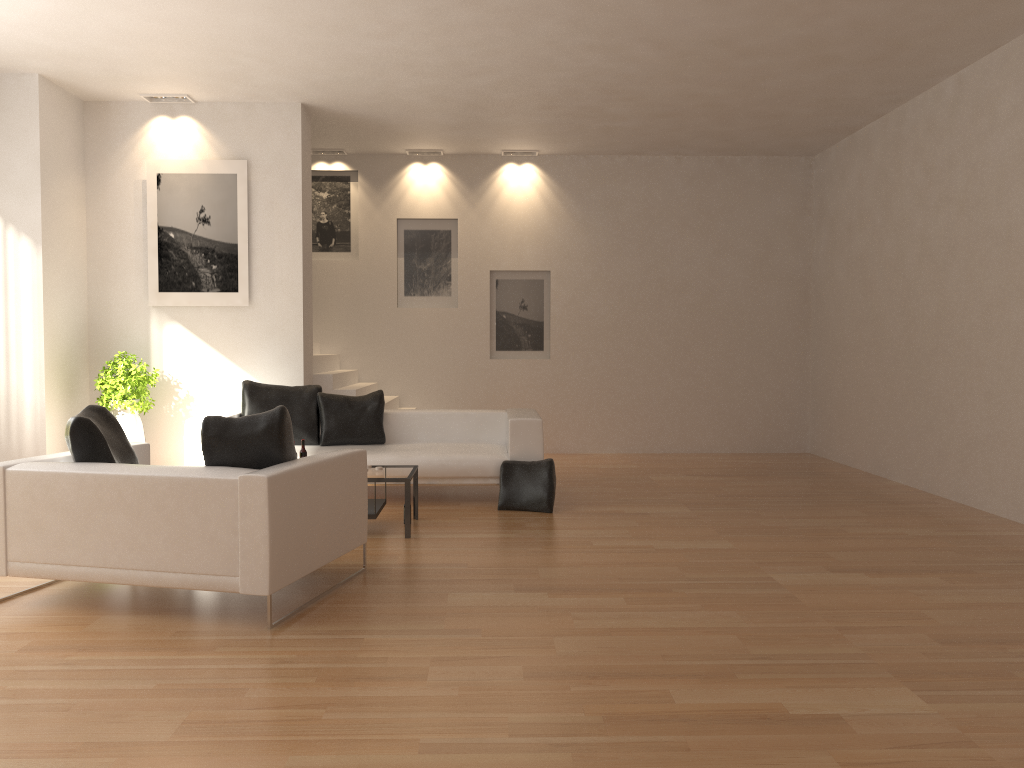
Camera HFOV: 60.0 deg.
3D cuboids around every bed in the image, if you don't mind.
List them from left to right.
[{"bbox_3d":[-1.274,0.639,8.143,3.075,0.761,1.262,0,2,-1],"label":"bed"}]

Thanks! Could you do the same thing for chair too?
[{"bbox_3d":[-1.811,0.770,5.020,1.671,0.761,1.262,1,2,14],"label":"chair"}]

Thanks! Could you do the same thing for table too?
[{"bbox_3d":[-1.510,0.884,6.607,1.566,0.460,0.709,0,2,-1],"label":"table"}]

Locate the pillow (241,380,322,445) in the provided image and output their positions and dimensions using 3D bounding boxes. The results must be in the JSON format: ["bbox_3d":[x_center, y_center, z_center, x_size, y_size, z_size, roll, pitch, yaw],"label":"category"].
[{"bbox_3d":[-2.143,0.296,8.251,0.755,0.666,0.346,-1,3,-16],"label":"pillow"}]

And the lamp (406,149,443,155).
[{"bbox_3d":[-1.076,-2.928,10.932,0.446,0.166,0.243,0,2,-1],"label":"lamp"}]

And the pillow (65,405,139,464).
[{"bbox_3d":[-2.348,0.423,5.079,0.291,0.598,0.660,0,2,-12],"label":"pillow"}]

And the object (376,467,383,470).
[{"bbox_3d":[-0.996,0.634,6.651,0.052,0.021,0.052,-1,3,-24],"label":"object"}]

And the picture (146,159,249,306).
[{"bbox_3d":[-3.093,-1.485,8.728,0.979,1.431,0.004,0,2,-1],"label":"picture"}]

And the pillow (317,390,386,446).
[{"bbox_3d":[-1.495,0.319,8.290,0.628,0.524,0.270,-1,3,-18],"label":"pillow"}]

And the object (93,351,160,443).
[{"bbox_3d":[-3.675,0.344,8.452,0.570,1.324,0.631,1,2,13],"label":"object"}]

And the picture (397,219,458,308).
[{"bbox_3d":[-1.063,-1.520,11.189,0.802,1.155,0.005,0,2,-1],"label":"picture"}]

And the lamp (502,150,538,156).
[{"bbox_3d":[0.098,-2.929,10.962,0.446,0.166,0.243,0,2,-1],"label":"lamp"}]

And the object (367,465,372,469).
[{"bbox_3d":[-1.095,0.629,6.753,0.052,0.021,0.052,-1,3,-24],"label":"object"}]

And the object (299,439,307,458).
[{"bbox_3d":[-1.551,0.536,6.588,0.057,0.248,0.057,1,3,16],"label":"object"}]

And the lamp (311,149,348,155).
[{"bbox_3d":[-2.266,-2.928,10.902,0.446,0.166,0.243,0,2,-1],"label":"lamp"}]

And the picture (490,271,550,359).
[{"bbox_3d":[0.101,-0.870,11.246,0.802,1.155,0.005,0,2,-1],"label":"picture"}]

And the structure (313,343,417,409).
[{"bbox_3d":[-2.901,0.223,10.232,4.625,1.403,1.839,0,2,-1],"label":"structure"}]

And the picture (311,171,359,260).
[{"bbox_3d":[-2.309,-2.116,11.133,0.802,1.155,0.005,0,2,-1],"label":"picture"}]

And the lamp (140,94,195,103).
[{"bbox_3d":[-3.324,-2.831,8.565,0.446,0.166,0.243,0,2,-1],"label":"lamp"}]

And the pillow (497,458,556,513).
[{"bbox_3d":[0.137,0.855,7.441,0.503,0.457,0.340,1,3,17],"label":"pillow"}]

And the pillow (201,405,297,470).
[{"bbox_3d":[-1.382,0.444,4.756,0.506,0.666,0.324,0,2,-11],"label":"pillow"}]

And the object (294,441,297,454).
[{"bbox_3d":[-1.601,0.541,6.494,0.059,0.244,0.059,0,2,-1],"label":"object"}]
